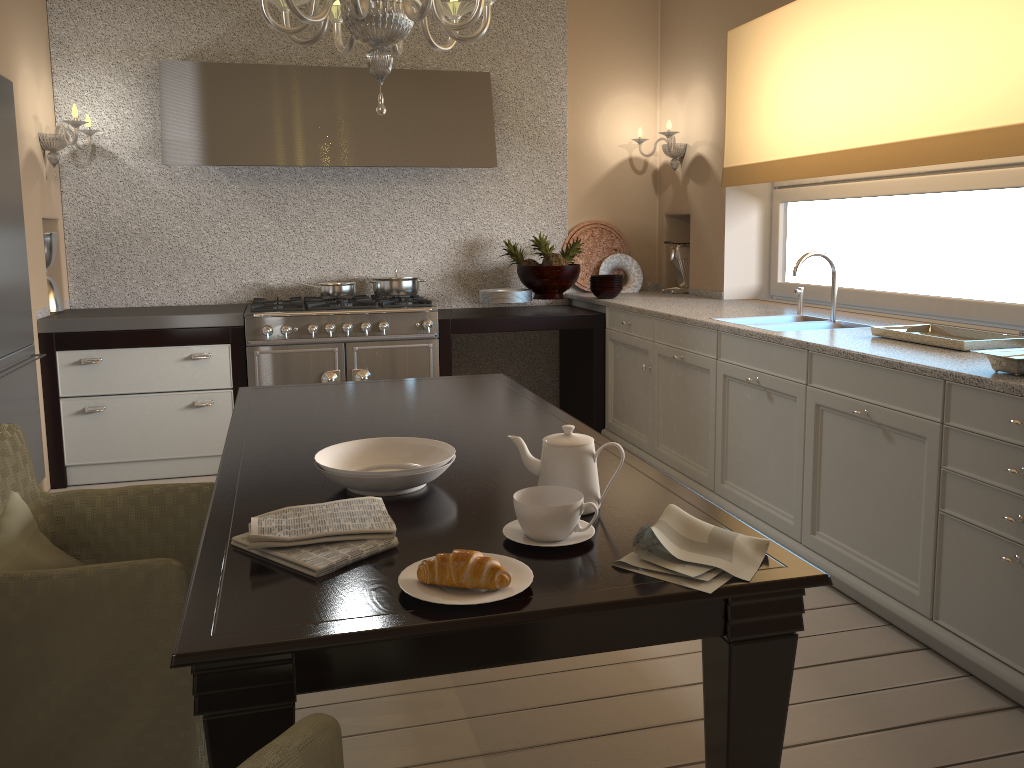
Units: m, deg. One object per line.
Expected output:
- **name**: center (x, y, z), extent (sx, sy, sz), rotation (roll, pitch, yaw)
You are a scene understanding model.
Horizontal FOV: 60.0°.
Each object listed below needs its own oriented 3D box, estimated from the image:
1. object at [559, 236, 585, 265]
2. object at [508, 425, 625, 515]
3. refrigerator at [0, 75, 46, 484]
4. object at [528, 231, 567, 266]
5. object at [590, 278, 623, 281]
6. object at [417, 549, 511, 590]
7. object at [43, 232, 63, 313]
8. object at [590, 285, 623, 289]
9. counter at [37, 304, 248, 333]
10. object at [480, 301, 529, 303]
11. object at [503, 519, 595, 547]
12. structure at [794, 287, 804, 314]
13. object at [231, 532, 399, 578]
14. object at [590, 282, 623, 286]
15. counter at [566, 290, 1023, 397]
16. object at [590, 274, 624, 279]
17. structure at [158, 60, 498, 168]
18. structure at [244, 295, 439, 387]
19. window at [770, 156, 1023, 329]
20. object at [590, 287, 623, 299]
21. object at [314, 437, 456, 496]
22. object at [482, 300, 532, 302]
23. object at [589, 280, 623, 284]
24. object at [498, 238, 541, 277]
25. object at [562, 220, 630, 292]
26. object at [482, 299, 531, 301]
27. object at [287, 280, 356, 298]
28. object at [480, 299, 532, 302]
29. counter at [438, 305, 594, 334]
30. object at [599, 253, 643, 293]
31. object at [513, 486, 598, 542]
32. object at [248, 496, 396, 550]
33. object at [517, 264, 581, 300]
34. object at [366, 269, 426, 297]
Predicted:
- **object**: center (0.296, -0.690, 4.986), extent (0.276, 0.283, 0.139), rotation (-6, 9, -29)
- **object**: center (0.098, 0.152, 1.628), extent (0.198, 0.155, 0.118), rotation (-2, 9, -8)
- **refrigerator**: center (-2.283, -0.327, 3.286), extent (0.741, 1.725, 1.108), rotation (-3, 9, -14)
- **object**: center (0.194, -0.699, 4.856), extent (0.161, 0.277, 0.270), rotation (-6, 10, -32)
- **object**: center (0.515, -0.548, 4.837), extent (0.180, 0.064, 0.181), rotation (-2, 10, -7)
- **object**: center (-0.068, 0.263, 1.266), extent (0.138, 0.051, 0.062), rotation (0, 9, 4)
- **object**: center (-2.310, -0.549, 4.364), extent (0.155, 0.392, 0.156), rotation (-4, 9, -26)
- **object**: center (0.515, -0.507, 4.842), extent (0.181, 0.062, 0.181), rotation (-8, 12, -36)
- **counter**: center (-1.787, -0.332, 4.401), extent (0.896, 0.062, 0.603), rotation (-3, 10, -14)
- **object**: center (-0.032, -0.439, 4.719), extent (0.279, 0.011, 0.279), rotation (-6, 11, -27)
- **object**: center (0.061, 0.250, 1.480), extent (0.154, 0.012, 0.154), rotation (6, 12, 35)
- **structure**: center (1.253, -0.353, 3.870), extent (0.037, 0.134, 0.024), rotation (-3, 8, -15)
- **object**: center (-0.323, 0.258, 1.448), extent (0.232, 0.026, 0.165), rotation (8, 13, 40)
- **object**: center (0.515, -0.522, 4.840), extent (0.181, 0.062, 0.181), rotation (-8, 12, -36)
- **counter**: center (1.173, -0.232, 3.388), extent (0.652, 0.067, 4.260), rotation (-3, 10, -14)
- **object**: center (0.518, -0.562, 4.836), extent (0.180, 0.065, 0.181), rotation (-2, 10, -7)
- **structure**: center (-0.939, -1.384, 4.643), extent (1.662, 0.508, 0.482), rotation (-3, 9, -15)
- **structure**: center (-0.884, -0.039, 4.626), extent (0.929, 0.801, 0.708), rotation (-3, 9, -14)
- **window**: center (1.842, -0.842, 2.954), extent (0.047, 1.346, 3.585), rotation (-3, 10, -14)
- **object**: center (0.515, -0.495, 4.844), extent (0.181, 0.062, 0.181), rotation (-8, 12, -36)
- **object**: center (-0.255, 0.172, 1.798), extent (0.282, 0.065, 0.283), rotation (-4, 10, -20)
- **object**: center (-0.032, -0.441, 4.718), extent (0.279, 0.011, 0.279), rotation (-6, 11, -27)
- **object**: center (0.513, -0.536, 4.838), extent (0.180, 0.066, 0.181), rotation (-5, 10, -22)
- **object**: center (0.053, -0.680, 4.945), extent (0.279, 0.283, 0.138), rotation (5, 10, 31)
- **object**: center (0.505, -0.766, 5.329), extent (0.431, 0.428, 0.065), rotation (-3, 8, -15)
- **object**: center (-0.032, -0.447, 4.718), extent (0.279, 0.011, 0.279), rotation (-6, 11, -27)
- **object**: center (-1.006, -0.513, 4.765), extent (0.371, 0.090, 0.199), rotation (4, 11, 27)
- **object**: center (-0.032, -0.444, 4.718), extent (0.279, 0.011, 0.279), rotation (-6, 11, -27)
- **counter**: center (-0.014, -0.360, 4.870), extent (0.765, 0.079, 0.603), rotation (-3, 10, -14)
- **object**: center (0.651, -0.645, 5.308), extent (0.282, 0.271, 0.093), rotation (-3, 8, -13)
- **object**: center (0.065, 0.220, 1.478), extent (0.125, 0.069, 0.117), rotation (-4, 10, -21)
- **object**: center (-0.319, 0.238, 1.481), extent (0.233, 0.051, 0.165), rotation (-3, 10, -14)
- **object**: center (0.204, -0.567, 4.913), extent (0.352, 0.187, 0.352), rotation (-6, 11, -31)
- **object**: center (-0.628, -0.553, 4.807), extent (0.266, 0.145, 0.266), rotation (5, 11, 33)
